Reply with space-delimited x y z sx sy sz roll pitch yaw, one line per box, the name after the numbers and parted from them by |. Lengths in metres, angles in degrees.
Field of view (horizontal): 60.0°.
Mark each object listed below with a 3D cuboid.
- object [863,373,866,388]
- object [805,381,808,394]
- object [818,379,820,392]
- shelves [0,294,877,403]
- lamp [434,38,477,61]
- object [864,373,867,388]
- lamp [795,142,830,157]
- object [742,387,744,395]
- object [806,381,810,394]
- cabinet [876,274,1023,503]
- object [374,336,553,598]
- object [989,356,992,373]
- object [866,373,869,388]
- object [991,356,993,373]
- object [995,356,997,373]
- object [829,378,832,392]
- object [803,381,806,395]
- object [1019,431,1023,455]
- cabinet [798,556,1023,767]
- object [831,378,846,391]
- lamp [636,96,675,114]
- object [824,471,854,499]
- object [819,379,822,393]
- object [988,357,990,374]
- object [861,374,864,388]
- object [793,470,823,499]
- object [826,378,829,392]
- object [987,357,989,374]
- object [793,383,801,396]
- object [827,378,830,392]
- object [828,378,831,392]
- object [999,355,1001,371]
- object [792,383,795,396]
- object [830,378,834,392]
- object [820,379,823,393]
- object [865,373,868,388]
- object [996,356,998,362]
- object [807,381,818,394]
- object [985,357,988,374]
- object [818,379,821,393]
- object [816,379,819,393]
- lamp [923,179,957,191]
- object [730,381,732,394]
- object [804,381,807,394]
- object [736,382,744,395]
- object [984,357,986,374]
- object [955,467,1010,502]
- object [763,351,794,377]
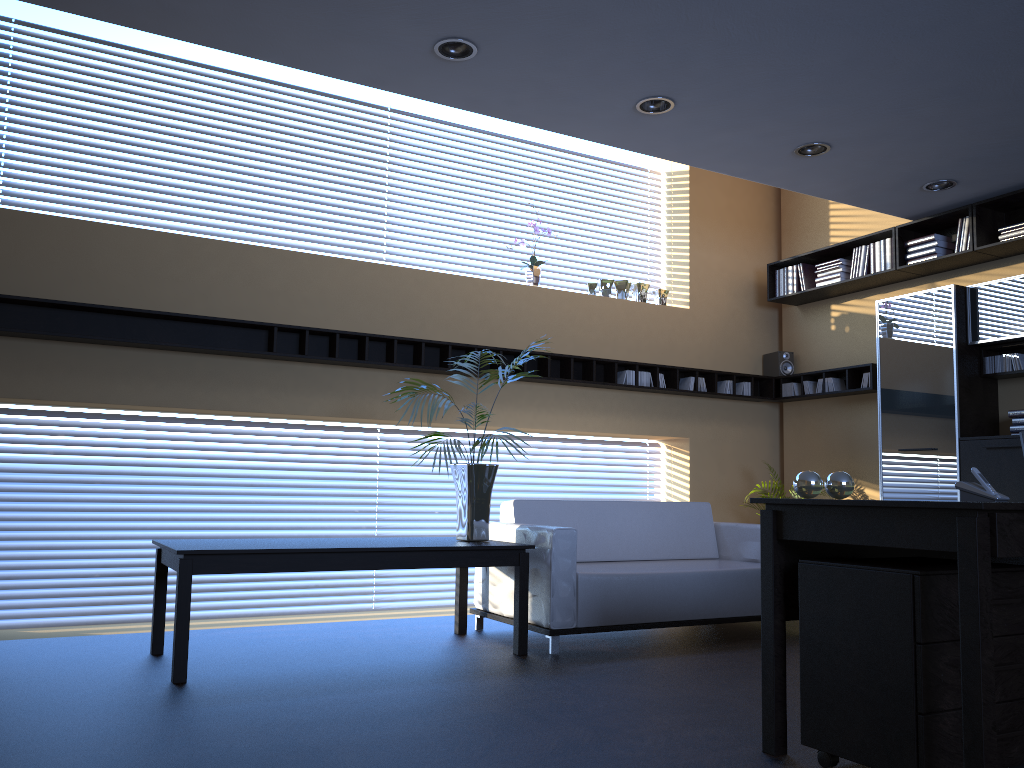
2.900 -0.022 7.177 0.142 0.119 0.030 5 -7 -29 | object
2.609 0.037 7.704 0.142 0.119 0.030 5 -7 -29 | object
2.675 0.024 7.585 0.142 0.119 0.030 5 -7 -29 | object
-0.153 -0.232 6.125 6.628 0.213 1.251 5 -8 -28 | shelves
-0.271 -1.661 4.291 0.209 0.096 0.208 -3 -8 31 | lamp
2.905 -0.023 7.168 0.142 0.119 0.030 5 -7 -29 | object
1.844 -1.481 5.443 0.209 0.096 0.208 -5 -9 43 | lamp
2.019 0.048 7.889 0.009 0.120 0.142 4 -7 -29 | object
2.614 0.036 7.695 0.142 0.119 0.030 5 -7 -29 | object
3.879 0.382 5.062 0.491 2.393 3.883 4 -7 -28 | cabinet
-0.357 0.673 5.845 1.040 1.855 1.901 2 -6 -9 | object
3.411 -0.128 6.242 0.142 0.120 0.009 5 -6 -28 | object
2.914 -0.025 7.150 0.142 0.119 0.030 5 -7 -29 | object
3.421 -0.128 6.236 0.142 0.120 0.009 5 -7 -29 | object
3.430 -0.132 6.206 0.142 0.120 0.009 5 -7 -29 | object
2.736 0.011 7.473 0.142 0.119 0.030 5 -7 -29 | object
2.599 0.039 7.722 0.142 0.119 0.030 5 -7 -29 | object
2.245 0.319 3.415 0.390 0.282 0.323 3 -7 -19 | object
1.380 0.943 2.959 0.635 0.678 0.501 4 -7 -28 | cabinet
2.748 0.010 7.451 0.142 0.118 0.040 5 -7 -29 | object
0.786 -1.571 4.867 0.209 0.096 0.208 -3 -8 31 | lamp
1.220 0.377 3.305 0.105 0.105 0.105 2 -6 -10 | object
2.685 0.022 7.567 0.142 0.119 0.030 5 -7 -29 | object
3.408 -0.127 6.251 0.140 0.118 0.006 4 -6 -28 | object
2.892 -0.020 7.190 0.142 0.118 0.040 5 -7 -29 | object
1.101 0.374 3.298 0.105 0.105 0.105 2 -6 -10 | object
2.716 0.015 7.509 0.142 0.120 0.009 5 -7 -29 | object
3.403 -0.126 6.260 0.140 0.118 0.006 5 -7 -29 | object
2.544 0.051 7.822 0.142 0.118 0.040 5 -7 -29 | object
2.726 0.013 7.491 0.142 0.119 0.030 5 -7 -29 | object
2.731 0.012 7.482 0.142 0.119 0.030 5 -7 -29 | object
3.445 -0.135 6.180 0.142 0.120 0.009 5 -6 -28 | object
2.532 0.052 7.844 0.142 0.120 0.009 5 -7 -29 | object
2.741 0.010 7.464 0.142 0.119 0.030 5 -7 -29 | object
2.690 0.021 7.558 0.142 0.119 0.030 5 -7 -29 | object
2.910 -0.024 7.159 0.142 0.119 0.030 5 -7 -29 | object
3.436 -0.133 6.198 0.142 0.120 0.009 4 -6 -28 | object
2.621 0.036 7.682 0.142 0.118 0.040 5 -7 -29 | object
3.396 -0.125 6.268 0.142 0.120 0.009 4 -6 -28 | object
2.680 0.023 7.576 0.142 0.119 0.030 5 -7 -29 | object
2.668 0.026 7.598 0.142 0.118 0.040 5 -7 -29 | object
2.901 -1.391 6.019 0.208 0.096 0.210 2 -7 -11 | lamp
1.888 0.037 7.815 0.009 0.120 0.142 4 -7 -28 | object
2.604 0.038 7.713 0.142 0.119 0.030 5 -7 -29 | object
2.000 0.048 7.873 0.040 0.118 0.142 4 -7 -29 | object
3.393 -0.124 6.278 0.142 0.120 0.009 5 -6 -28 | object
1.734 0.371 3.272 0.130 0.126 0.146 7 -9 -43 | object
2.431 -0.166 8.077 0.159 0.229 0.255 3 -7 -19 | object
